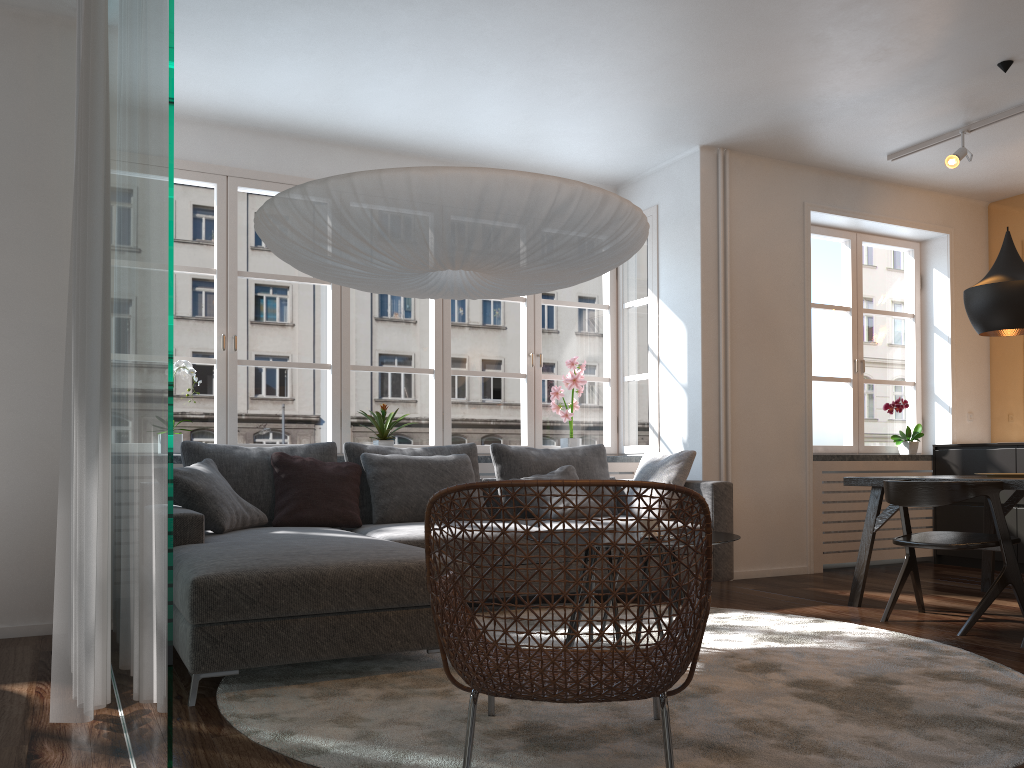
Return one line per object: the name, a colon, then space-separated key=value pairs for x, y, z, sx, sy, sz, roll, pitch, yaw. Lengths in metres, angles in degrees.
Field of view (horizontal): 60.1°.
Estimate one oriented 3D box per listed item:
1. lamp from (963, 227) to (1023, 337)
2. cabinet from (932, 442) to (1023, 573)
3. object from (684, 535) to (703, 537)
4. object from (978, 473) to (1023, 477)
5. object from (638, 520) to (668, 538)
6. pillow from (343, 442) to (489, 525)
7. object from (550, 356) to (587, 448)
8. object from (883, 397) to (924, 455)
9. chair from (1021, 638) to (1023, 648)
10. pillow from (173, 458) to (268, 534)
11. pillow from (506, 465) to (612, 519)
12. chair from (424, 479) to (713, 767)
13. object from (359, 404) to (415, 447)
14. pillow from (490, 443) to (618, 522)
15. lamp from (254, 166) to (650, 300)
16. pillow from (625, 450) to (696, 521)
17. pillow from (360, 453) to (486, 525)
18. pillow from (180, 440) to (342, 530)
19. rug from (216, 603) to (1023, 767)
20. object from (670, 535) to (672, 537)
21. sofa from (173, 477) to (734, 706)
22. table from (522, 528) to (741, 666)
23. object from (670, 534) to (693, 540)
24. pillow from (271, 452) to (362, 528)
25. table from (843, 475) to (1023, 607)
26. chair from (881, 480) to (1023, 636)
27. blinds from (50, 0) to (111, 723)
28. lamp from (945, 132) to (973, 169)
lamp: x=2.524 y=-0.530 z=4.495 sx=0.411 sy=0.540 sz=0.412 roll=-1 pitch=-3 yaw=6
cabinet: x=4.600 y=0.703 z=4.482 sx=0.733 sy=0.897 sz=5.079 roll=1 pitch=-5 yaw=-27
object: x=0.667 y=0.570 z=3.295 sx=0.168 sy=0.015 sz=0.015 roll=4 pitch=-5 yaw=-40
object: x=2.539 y=0.462 z=4.473 sx=0.356 sy=0.016 sz=0.357 roll=2 pitch=-6 yaw=-23
object: x=0.525 y=0.547 z=3.336 sx=0.091 sy=0.069 sz=0.139 roll=1 pitch=-4 yaw=-15
pillow: x=-0.546 y=0.571 z=5.104 sx=0.840 sy=0.474 sz=0.277 roll=2 pitch=-3 yaw=-27
object: x=0.395 y=0.154 z=6.107 sx=0.298 sy=0.689 sz=0.201 roll=-2 pitch=-2 yaw=42
object: x=2.923 y=0.308 z=6.571 sx=0.230 sy=0.436 sz=0.406 roll=-2 pitch=-3 yaw=39
chair: x=2.342 y=0.728 z=3.512 sx=0.520 sy=0.669 sz=0.595 roll=1 pitch=-3 yaw=-26
pillow: x=-1.450 y=0.539 z=4.295 sx=0.347 sy=0.358 sz=0.517 roll=-1 pitch=-4 yaw=12
pillow: x=0.275 y=0.640 z=5.237 sx=0.445 sy=0.320 sz=0.493 roll=-4 pitch=-5 yaw=45
chair: x=0.150 y=0.595 z=2.288 sx=0.718 sy=0.708 sz=0.688 roll=-1 pitch=-3 yaw=6
object: x=-0.768 y=0.284 z=5.501 sx=0.323 sy=0.327 sz=0.377 roll=-3 pitch=-4 yaw=38
pillow: x=0.274 y=0.606 z=5.508 sx=0.837 sy=0.476 sz=0.276 roll=2 pitch=-3 yaw=-27
lamp: x=-0.218 y=-0.488 z=3.369 sx=1.470 sy=0.209 sz=1.475 roll=-1 pitch=-5 yaw=10
pillow: x=0.844 y=0.601 z=5.281 sx=0.286 sy=0.413 sz=0.495 roll=1 pitch=-4 yaw=-28
pillow: x=-0.494 y=0.584 z=4.970 sx=0.667 sy=0.396 sz=0.293 roll=2 pitch=-3 yaw=-27
pillow: x=-1.317 y=0.539 z=4.700 sx=0.836 sy=0.477 sz=0.276 roll=2 pitch=-3 yaw=-27
rug: x=0.391 y=1.048 z=3.321 sx=2.843 sy=0.012 sz=2.843 roll=-5 pitch=-7 yaw=43
object: x=0.615 y=0.579 z=3.375 sx=0.026 sy=0.010 sz=0.124 roll=-3 pitch=-6 yaw=29
sofa: x=-0.102 y=0.814 z=4.341 sx=3.069 sy=0.670 sz=2.046 roll=2 pitch=-5 yaw=-27
table: x=0.462 y=0.830 z=3.469 sx=0.847 sy=0.471 sz=0.850 roll=2 pitch=-5 yaw=-25
object: x=0.633 y=0.572 z=3.320 sx=0.025 sy=0.016 sz=0.164 roll=-3 pitch=-6 yaw=38
pillow: x=-1.019 y=0.559 z=4.676 sx=0.521 sy=0.402 sz=0.311 roll=1 pitch=-3 yaw=-25
table: x=2.817 y=0.751 z=3.840 sx=1.107 sy=0.677 sz=2.508 roll=2 pitch=-5 yaw=-27
chair: x=2.028 y=0.785 z=4.118 sx=0.520 sy=0.669 sz=0.594 roll=1 pitch=-3 yaw=-28
blinds: x=-1.555 y=-0.363 z=3.242 sx=0.153 sy=2.729 sz=1.812 roll=0 pitch=-2 yaw=-25
lamp: x=2.692 y=-1.400 z=5.329 sx=0.251 sy=0.239 sz=0.085 roll=2 pitch=-3 yaw=-40
